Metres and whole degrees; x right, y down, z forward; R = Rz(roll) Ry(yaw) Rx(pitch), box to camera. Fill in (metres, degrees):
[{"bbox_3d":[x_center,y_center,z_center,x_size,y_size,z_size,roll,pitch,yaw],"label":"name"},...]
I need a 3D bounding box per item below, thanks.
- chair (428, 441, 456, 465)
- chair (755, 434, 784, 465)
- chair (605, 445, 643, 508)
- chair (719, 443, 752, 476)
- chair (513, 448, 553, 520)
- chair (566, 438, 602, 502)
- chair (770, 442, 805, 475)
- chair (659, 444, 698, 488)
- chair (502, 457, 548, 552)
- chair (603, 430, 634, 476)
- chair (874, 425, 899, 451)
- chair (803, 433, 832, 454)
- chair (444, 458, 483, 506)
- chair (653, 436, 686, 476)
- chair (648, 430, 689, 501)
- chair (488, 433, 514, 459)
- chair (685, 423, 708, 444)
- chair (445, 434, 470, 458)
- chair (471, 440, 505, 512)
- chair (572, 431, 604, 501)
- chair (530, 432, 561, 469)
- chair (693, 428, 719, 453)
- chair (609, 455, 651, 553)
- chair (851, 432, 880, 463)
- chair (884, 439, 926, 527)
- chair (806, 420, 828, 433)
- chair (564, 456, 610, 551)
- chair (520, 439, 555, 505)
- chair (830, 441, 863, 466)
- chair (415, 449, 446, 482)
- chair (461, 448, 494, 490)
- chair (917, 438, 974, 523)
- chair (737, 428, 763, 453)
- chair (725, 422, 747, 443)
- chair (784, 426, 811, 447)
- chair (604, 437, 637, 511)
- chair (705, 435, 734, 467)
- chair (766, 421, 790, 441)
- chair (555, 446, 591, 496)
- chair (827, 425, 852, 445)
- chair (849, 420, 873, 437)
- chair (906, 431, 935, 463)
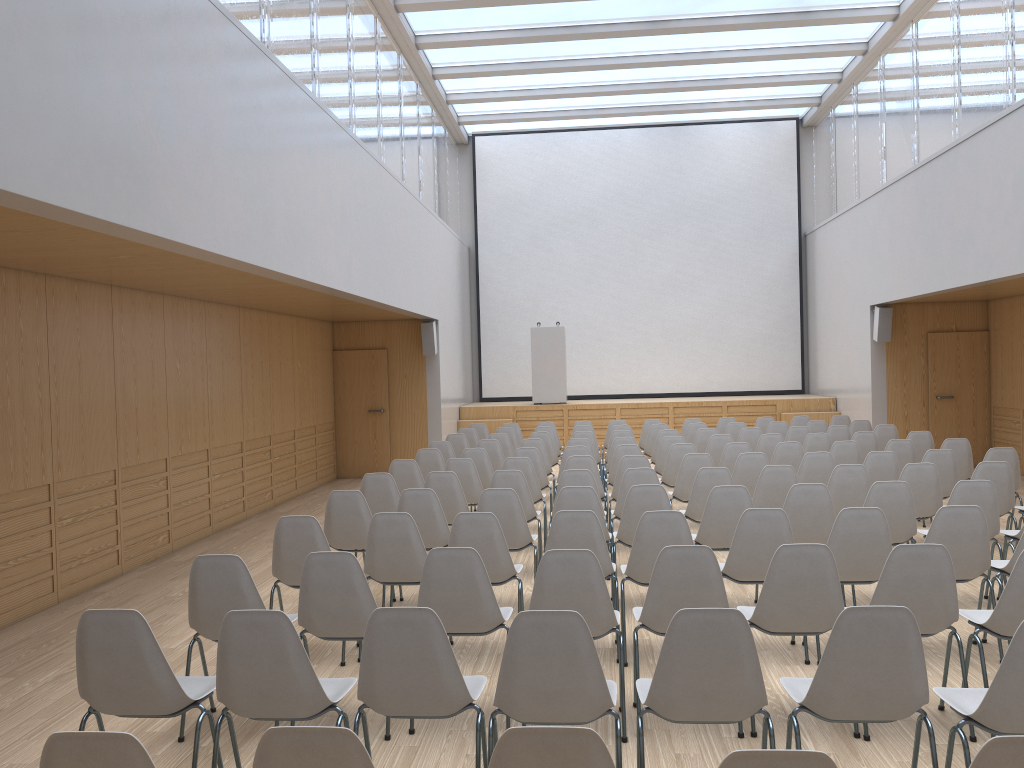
[{"bbox_3d":[-0.783,1.078,10.298,0.479,0.876,0.505,-1,1,5],"label":"chair"},{"bbox_3d":[2.889,0.980,10.014,0.479,0.876,0.505,-1,1,5],"label":"chair"},{"bbox_3d":[1.200,1.043,9.188,0.479,0.876,0.505,-1,1,5],"label":"chair"},{"bbox_3d":[2.275,1.015,9.065,0.479,0.876,0.505,-1,1,5],"label":"chair"},{"bbox_3d":[0.179,1.072,9.168,0.479,0.876,0.505,-1,1,5],"label":"chair"},{"bbox_3d":[0.781,1.037,10.160,0.479,0.876,0.505,-1,1,5],"label":"chair"},{"bbox_3d":[2.767,1.003,9.001,0.479,0.876,0.505,-1,1,5],"label":"chair"},{"bbox_3d":[1.743,1.029,9.130,0.479,0.876,0.505,-1,1,5],"label":"chair"},{"bbox_3d":[0.082,1.092,8.255,0.479,0.876,0.505,-1,1,5],"label":"chair"},{"bbox_3d":[1.383,1.001,11.151,0.479,0.876,0.505,-1,1,5],"label":"chair"},{"bbox_3d":[4.511,0.918,10.874,0.479,0.876,0.505,-1,1,5],"label":"chair"},{"bbox_3d":[3.379,0.968,9.951,0.479,0.876,0.505,-1,1,5],"label":"chair"},{"bbox_3d":[-0.441,1.106,8.320,0.479,0.876,0.505,-1,1,5],"label":"chair"},{"bbox_3d":[1.821,1.009,10.068,0.479,0.876,0.505,-1,1,5],"label":"chair"},{"bbox_3d":[1.935,0.988,11.020,0.479,0.876,0.505,-1,1,5],"label":"chair"},{"bbox_3d":[-0.136,1.042,11.244,0.479,0.876,0.505,-1,1,5],"label":"chair"},{"bbox_3d":[2.513,0.952,12.082,0.479,0.876,0.505,-1,1,5],"label":"chair"},{"bbox_3d":[-0.668,1.055,11.351,0.479,0.876,0.505,-1,1,5],"label":"chair"},{"bbox_3d":[-0.235,1.062,10.309,0.479,0.876,0.505,-1,1,5],"label":"chair"},{"bbox_3d":[0.909,1.014,11.173,0.479,0.876,0.505,-1,1,5],"label":"chair"},{"bbox_3d":[0.387,1.027,11.267,0.479,0.876,0.505,-1,1,5],"label":"chair"},{"bbox_3d":[2.419,0.973,11.077,0.479,0.876,0.505,-1,1,5],"label":"chair"},{"bbox_3d":[1.119,1.066,8.123,0.479,0.876,0.505,-1,1,5],"label":"chair"},{"bbox_3d":[3.891,0.953,9.953,0.479,0.876,0.505,-1,1,5],"label":"chair"},{"bbox_3d":[3.841,0.974,8.944,0.479,0.876,0.505,-1,1,5],"label":"chair"},{"bbox_3d":[4.056,0.911,11.936,0.479,0.876,0.505,-1,1,5],"label":"chair"},{"bbox_3d":[0.651,1.077,8.233,0.479,0.876,0.505,-1,1,5],"label":"chair"},{"bbox_3d":[0.261,1.049,10.246,0.479,0.876,0.505,-1,1,5],"label":"chair"},{"bbox_3d":[3.298,0.989,8.933,0.479,0.876,0.505,-1,1,5],"label":"chair"},{"bbox_3d":[-0.824,1.097,9.367,0.479,0.876,0.505,-1,1,5],"label":"chair"},{"bbox_3d":[-0.351,1.085,9.297,0.479,0.876,0.505,-1,1,5],"label":"chair"},{"bbox_3d":[4.356,0.960,8.880,0.479,0.876,0.505,-1,1,5],"label":"chair"},{"bbox_3d":[2.923,0.961,10.974,0.479,0.876,0.505,-1,1,5],"label":"chair"},{"bbox_3d":[3.017,0.939,12.010,0.479,0.876,0.505,-1,1,5],"label":"chair"},{"bbox_3d":[3.499,0.945,10.963,0.479,0.876,0.505,-1,1,5],"label":"chair"},{"bbox_3d":[1.286,1.023,10.136,0.479,0.876,0.505,-1,1,5],"label":"chair"},{"bbox_3d":[2.354,0.994,10.089,0.479,0.876,0.505,-1,1,5],"label":"chair"},{"bbox_3d":[3.543,0.926,11.923,0.479,0.876,0.505,-1,1,5],"label":"chair"},{"bbox_3d":[0.683,1.057,9.205,0.479,0.876,0.505,-1,1,5],"label":"chair"},{"bbox_3d":[3.973,0.932,10.950,0.479,0.876,0.505,-1,1,5],"label":"chair"},{"bbox_3d":[4.587,0.898,11.830,0.479,0.876,0.505,-1,1,5],"label":"chair"},{"bbox_3d":[4.441,0.940,9.836,0.479,0.876,0.505,-1,1,5],"label":"chair"}]
